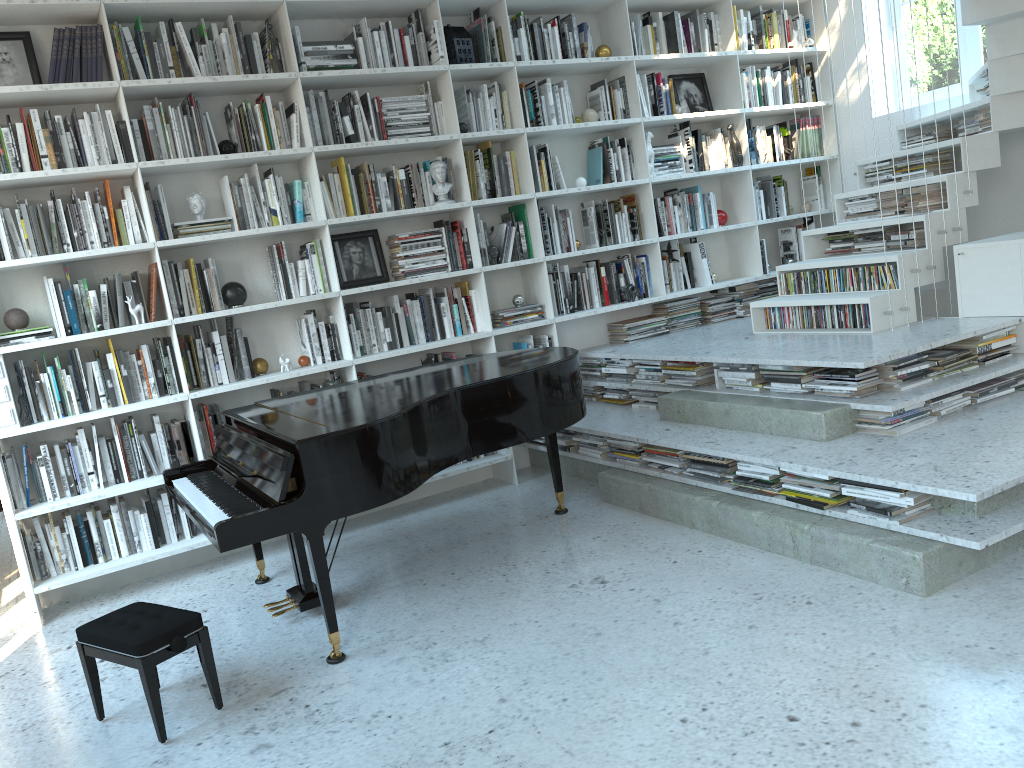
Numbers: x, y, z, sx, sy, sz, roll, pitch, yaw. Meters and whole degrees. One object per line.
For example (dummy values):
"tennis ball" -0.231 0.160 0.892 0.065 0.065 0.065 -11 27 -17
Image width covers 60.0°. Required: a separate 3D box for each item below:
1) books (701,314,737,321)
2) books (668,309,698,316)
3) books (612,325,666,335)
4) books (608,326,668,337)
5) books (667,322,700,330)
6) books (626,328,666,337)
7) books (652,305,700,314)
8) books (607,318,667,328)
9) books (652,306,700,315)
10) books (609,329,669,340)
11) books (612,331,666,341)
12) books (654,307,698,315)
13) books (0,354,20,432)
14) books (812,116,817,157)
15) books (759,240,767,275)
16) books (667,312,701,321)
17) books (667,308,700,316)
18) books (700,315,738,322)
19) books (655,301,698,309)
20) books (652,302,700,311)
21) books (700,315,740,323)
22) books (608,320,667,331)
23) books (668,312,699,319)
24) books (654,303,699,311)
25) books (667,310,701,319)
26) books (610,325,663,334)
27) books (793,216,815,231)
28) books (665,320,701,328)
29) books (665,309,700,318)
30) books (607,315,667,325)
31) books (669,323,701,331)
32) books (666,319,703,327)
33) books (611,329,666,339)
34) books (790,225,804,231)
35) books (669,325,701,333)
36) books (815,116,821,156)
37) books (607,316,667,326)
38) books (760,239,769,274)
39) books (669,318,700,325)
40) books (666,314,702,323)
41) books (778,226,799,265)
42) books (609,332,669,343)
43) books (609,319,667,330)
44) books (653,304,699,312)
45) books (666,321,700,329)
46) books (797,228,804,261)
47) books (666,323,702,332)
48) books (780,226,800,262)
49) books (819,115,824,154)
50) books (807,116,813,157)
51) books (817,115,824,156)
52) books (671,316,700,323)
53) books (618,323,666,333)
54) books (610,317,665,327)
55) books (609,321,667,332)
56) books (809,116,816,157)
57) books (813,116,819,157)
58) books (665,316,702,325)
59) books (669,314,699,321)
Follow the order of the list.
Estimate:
"books" 1.434 -0.471 6.120 0.367 0.007 0.205 -13 9 -26
"books" 1.097 -0.477 5.938 0.253 0.006 0.160 -13 9 -27
"books" 0.824 -0.352 5.785 0.307 0.008 0.195 -14 10 -32
"books" 0.821 -0.345 5.793 0.345 0.007 0.193 -14 9 -29
"books" 1.112 -0.391 5.952 0.253 0.007 0.160 -13 9 -27
"books" 0.821 -0.337 5.793 0.307 0.008 0.195 -13 9 -25
"books" 1.094 -0.498 5.933 0.284 0.005 0.159 -14 9 -28
"books" 0.815 -0.397 5.786 0.345 0.007 0.193 -13 9 -25
"books" 1.095 -0.493 5.934 0.284 0.005 0.159 -13 9 -26
"books" 0.828 -0.322 5.788 0.345 0.007 0.193 -13 9 -22
"books" 0.827 -0.315 5.792 0.307 0.008 0.195 -14 10 -31
"books" 1.096 -0.488 5.934 0.253 0.006 0.160 -14 9 -28
"books" -2.344 0.036 4.049 0.106 0.340 0.306 -14 10 -27
"books" 2.111 -1.760 6.381 0.018 0.294 0.169 -14 10 -27
"books" 1.678 -0.867 6.113 0.014 0.234 0.183 -14 10 -27
"books" 1.109 -0.451 5.933 0.284 0.007 0.159 -14 10 -32
"books" 1.098 -0.482 5.933 0.284 0.005 0.159 -14 9 -29
"books" 1.438 -0.463 6.116 0.327 0.008 0.207 -13 9 -24
"books" 1.097 -0.525 5.922 0.253 0.006 0.161 -14 10 -32
"books" 1.096 -0.520 5.927 0.284 0.005 0.159 -14 9 -30
"books" 1.441 -0.455 6.115 0.327 0.008 0.207 -14 10 -31
"books" 0.818 -0.382 5.788 0.345 0.007 0.193 -13 9 -25
"books" 1.104 -0.458 5.940 0.254 0.007 0.160 -13 9 -26
"books" 1.098 -0.514 5.926 0.254 0.006 0.160 -13 9 -23
"books" 1.102 -0.465 5.939 0.284 0.007 0.159 -13 9 -26
"books" 0.817 -0.360 5.795 0.307 0.008 0.195 -13 9 -27
"books" 2.105 -1.023 6.345 0.010 0.336 0.185 -14 10 -27
"books" 1.114 -0.404 5.942 0.284 0.007 0.159 -14 10 -31
"books" 1.100 -0.472 5.940 0.284 0.007 0.159 -13 9 -27
"books" 0.812 -0.419 5.783 0.345 0.007 0.193 -13 9 -25
"books" 1.117 -0.383 5.945 0.254 0.007 0.160 -13 9 -23
"books" 1.116 -0.411 5.940 0.285 0.007 0.159 -13 9 -22
"books" 0.825 -0.330 5.790 0.308 0.008 0.195 -13 9 -23
"books" 2.053 -0.990 6.345 0.047 0.288 0.141 -14 10 -27
"books" 1.119 -0.370 5.949 0.254 0.007 0.160 -13 9 -24
"books" 2.143 -1.768 6.398 0.018 0.294 0.169 -14 10 -27
"books" 0.813 -0.411 5.784 0.345 0.007 0.193 -14 9 -29
"books" 1.695 -0.874 6.125 0.030 0.239 0.151 -14 10 -27
"books" 1.114 -0.417 5.941 0.253 0.007 0.161 -14 10 -31
"books" 1.110 -0.438 5.937 0.284 0.007 0.159 -14 10 -31
"books" 1.960 -0.965 6.283 0.012 0.285 0.159 -14 10 -27
"books" 0.829 -0.308 5.793 0.345 0.007 0.193 -13 9 -23
"books" 0.821 -0.389 5.780 0.345 0.007 0.193 -14 10 -32
"books" 1.096 -0.509 5.925 0.284 0.005 0.159 -14 10 -31
"books" 1.112 -0.397 5.949 0.254 0.007 0.160 -13 9 -26
"books" 2.006 -0.966 6.308 0.031 0.266 0.168 -14 10 -27
"books" 1.114 -0.377 5.955 0.284 0.007 0.159 -13 9 -27
"books" 1.977 -0.971 6.312 0.012 0.285 0.159 -14 10 -27
"books" 2.174 -1.775 6.414 0.018 0.294 0.169 -14 10 -27
"books" 2.080 -1.753 6.364 0.018 0.294 0.169 -14 10 -27
"books" 2.163 -1.771 6.397 0.018 0.294 0.169 -14 10 -27
"books" 1.111 -0.431 5.939 0.253 0.007 0.161 -14 10 -31
"books" 0.824 -0.367 5.784 0.308 0.008 0.195 -13 9 -22
"books" 0.814 -0.404 5.785 0.307 0.008 0.195 -13 9 -25
"books" 0.820 -0.375 5.787 0.345 0.007 0.193 -14 9 -30
"books" 2.098 -1.756 6.369 0.018 0.294 0.169 -14 10 -27
"books" 2.129 -1.764 6.385 0.018 0.294 0.169 -14 10 -27
"books" 1.111 -0.425 5.944 0.285 0.007 0.159 -13 9 -25
"books" 1.106 -0.445 5.942 0.254 0.007 0.160 -13 9 -26
